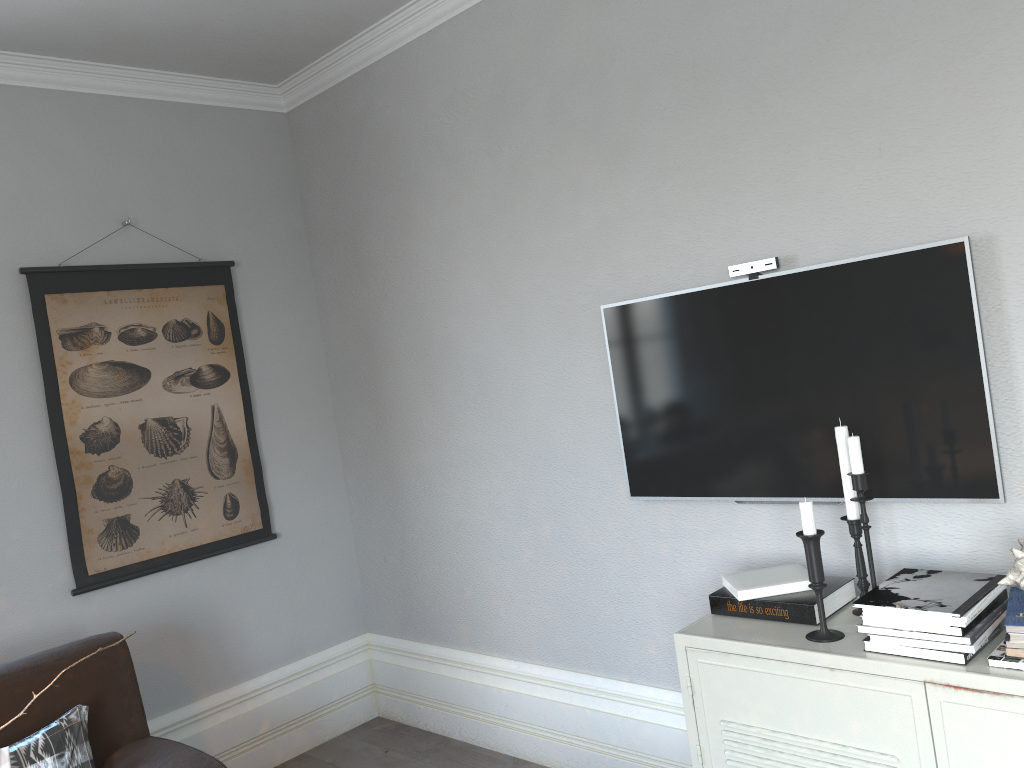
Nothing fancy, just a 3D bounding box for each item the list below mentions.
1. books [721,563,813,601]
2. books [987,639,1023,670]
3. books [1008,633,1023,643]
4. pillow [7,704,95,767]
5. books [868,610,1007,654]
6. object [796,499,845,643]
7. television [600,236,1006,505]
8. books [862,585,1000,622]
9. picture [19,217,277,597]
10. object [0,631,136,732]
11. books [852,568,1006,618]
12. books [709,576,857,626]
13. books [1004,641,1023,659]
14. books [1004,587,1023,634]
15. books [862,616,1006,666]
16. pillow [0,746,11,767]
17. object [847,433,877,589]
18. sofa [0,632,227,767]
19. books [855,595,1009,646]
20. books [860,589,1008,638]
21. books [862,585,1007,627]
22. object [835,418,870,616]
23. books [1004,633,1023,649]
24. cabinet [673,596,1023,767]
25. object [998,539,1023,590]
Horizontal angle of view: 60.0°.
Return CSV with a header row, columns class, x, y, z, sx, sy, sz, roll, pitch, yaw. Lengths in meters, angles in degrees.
class,x,y,z,sx,sy,sz,roll,pitch,yaw
books,0.633,0.486,2.180,0.199,0.024,0.161,-9,2,-1
books,1.040,0.495,1.671,0.196,0.014,0.244,-7,2,45
books,1.041,0.438,1.659,0.184,0.017,0.235,-8,2,32
pillow,-1.280,1.033,2.194,0.542,0.288,0.183,-10,2,-44
books,0.879,0.491,1.823,0.200,0.016,0.254,-7,2,43
object,0.659,0.399,1.929,0.082,0.311,0.083,-8,2,22
television,0.701,-0.004,2.378,1.063,0.657,0.041,-7,2,45
books,0.867,0.435,1.824,0.196,0.010,0.260,-7,2,43
picture,-1.333,0.030,3.307,0.057,1.313,0.793,-7,2,45
object,-0.736,0.531,0.817,0.525,1.066,0.853,-8,2,16
books,0.863,0.427,1.830,0.263,0.008,0.212,-10,2,-44
books,0.660,0.518,2.167,0.276,0.049,0.218,-7,2,45
books,1.053,0.472,1.677,0.175,0.027,0.238,-7,2,42
books,1.035,0.423,1.662,0.184,0.014,0.235,-8,2,32
books,0.883,0.510,1.835,0.271,0.022,0.200,-10,2,-43
pillow,-1.343,1.036,1.972,0.471,0.309,0.188,-10,2,-44
object,0.773,0.319,1.934,0.092,0.431,0.092,-9,1,4
sofa,-1.623,1.255,1.675,0.968,0.824,2.166,-7,2,45
books,0.876,0.476,1.835,0.222,0.016,0.271,-7,2,45
books,0.870,0.459,1.826,0.251,0.019,0.200,-10,2,-43
books,0.873,0.444,1.827,0.196,0.010,0.265,-7,2,45
object,0.785,0.303,2.038,0.066,0.457,0.066,-8,1,12
books,1.041,0.454,1.666,0.184,0.014,0.235,-7,2,34
cabinet,0.963,0.891,1.823,1.152,0.757,0.408,-7,2,45
object,1.022,0.354,1.669,0.192,0.127,0.194,-7,2,38
